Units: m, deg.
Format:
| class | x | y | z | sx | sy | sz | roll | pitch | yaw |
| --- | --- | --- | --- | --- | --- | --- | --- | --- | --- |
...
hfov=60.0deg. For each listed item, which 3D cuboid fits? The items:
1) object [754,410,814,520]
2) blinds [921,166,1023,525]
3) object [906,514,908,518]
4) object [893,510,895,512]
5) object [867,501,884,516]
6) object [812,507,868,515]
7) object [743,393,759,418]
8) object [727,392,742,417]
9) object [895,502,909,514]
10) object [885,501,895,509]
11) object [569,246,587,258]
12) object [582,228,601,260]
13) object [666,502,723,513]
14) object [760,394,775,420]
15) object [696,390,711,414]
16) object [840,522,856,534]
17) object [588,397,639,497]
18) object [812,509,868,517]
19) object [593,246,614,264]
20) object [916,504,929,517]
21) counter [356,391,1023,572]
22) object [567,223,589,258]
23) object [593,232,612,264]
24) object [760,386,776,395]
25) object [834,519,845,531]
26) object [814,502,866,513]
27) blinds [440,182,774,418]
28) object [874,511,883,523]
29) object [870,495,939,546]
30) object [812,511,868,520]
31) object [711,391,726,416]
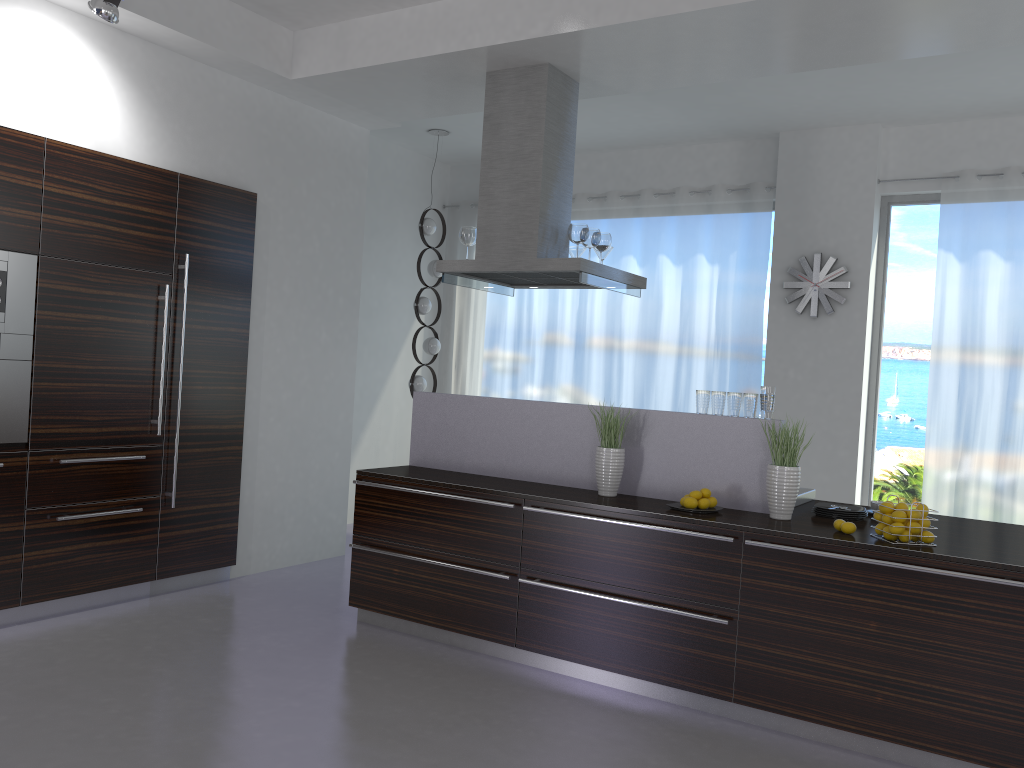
| class | x | y | z | sx | sy | sz | roll | pitch | yaw |
| --- | --- | --- | --- | --- | --- | --- | --- | --- | --- |
| object | 1.251 | 0.369 | 4.055 | 0.269 | 0.502 | 0.247 | 3 | 1 | -15 |
| blinds | 4.272 | 0.073 | 5.807 | 2.830 | 3.112 | 0.120 | 4 | 1 | 32 |
| object | 1.656 | 0.551 | 3.675 | 0.055 | 0.051 | 0.061 | 4 | 1 | 26 |
| object | 1.635 | 0.537 | 3.737 | 0.063 | 0.051 | 0.053 | 3 | 1 | -13 |
| object | 1.821 | 0.619 | 4.409 | 0.153 | 0.069 | 0.153 | 3 | 1 | -25 |
| object | 1.577 | 0.610 | 4.266 | 0.232 | 0.020 | 0.232 | 4 | 1 | 35 |
| object | 1.161 | 0.105 | 4.322 | 0.071 | 0.119 | 0.072 | 3 | 1 | -18 |
| object | 1.093 | 0.101 | 4.365 | 0.071 | 0.119 | 0.072 | 3 | 1 | -18 |
| object | 1.615 | 0.516 | 3.673 | 0.051 | 0.053 | 0.063 | 4 | 1 | 33 |
| object | 1.582 | 0.521 | 3.734 | 0.052 | 0.060 | 0.057 | 4 | 1 | 20 |
| object | 0.406 | -0.787 | 5.686 | 0.137 | 0.174 | 0.137 | 3 | 1 | -3 |
| object | 0.459 | -0.801 | 5.220 | 0.125 | 0.221 | 0.125 | 3 | 1 | -33 |
| object | 0.862 | 0.585 | 4.186 | 0.232 | 0.020 | 0.232 | 4 | 1 | 40 |
| object | 1.230 | 0.110 | 4.280 | 0.071 | 0.119 | 0.072 | 3 | 1 | -18 |
| object | 0.956 | 0.091 | 4.450 | 0.072 | 0.119 | 0.071 | 3 | 1 | -8 |
| object | 1.423 | 0.609 | 3.750 | 0.063 | 0.051 | 0.053 | 4 | 1 | 36 |
| object | 0.484 | 0.317 | 4.501 | 0.269 | 0.502 | 0.247 | 4 | 1 | 32 |
| object | 1.577 | 0.620 | 4.267 | 0.232 | 0.020 | 0.232 | 4 | 1 | 40 |
| object | 0.567 | -0.776 | 5.586 | 0.137 | 0.174 | 0.137 | 3 | 1 | -3 |
| object | 1.688 | 0.523 | 3.650 | 0.050 | 0.060 | 0.059 | 4 | 1 | 31 |
| counter | 0.855 | 0.793 | 4.644 | 3.291 | 1.300 | 1.302 | 4 | 1 | 32 |
| object | 0.377 | -0.804 | 5.086 | 0.125 | 0.221 | 0.125 | 3 | 1 | -33 |
| object | 0.536 | -0.798 | 5.345 | 0.125 | 0.221 | 0.125 | 3 | 1 | -33 |
| object | 1.232 | 0.071 | 4.279 | 0.071 | 0.119 | 0.072 | 3 | 1 | -18 |
| object | 1.413 | 0.608 | 3.814 | 0.053 | 0.051 | 0.063 | 4 | 1 | 1 |
| object | 1.479 | 0.528 | 4.423 | 0.269 | 0.147 | 0.646 | 3 | 1 | -33 |
| blinds | 0.652 | -0.176 | 8.052 | 3.245 | 3.112 | 0.120 | 4 | 1 | 32 |
| object | 1.551 | 0.559 | 3.729 | 0.053 | 0.051 | 0.063 | 4 | 1 | 1 |
| object | 1.621 | 0.560 | 3.669 | 0.189 | 0.174 | 0.207 | 3 | 1 | -3 |
| object | 1.576 | 0.630 | 4.267 | 0.232 | 0.020 | 0.232 | 4 | 1 | 40 |
| object | 1.024 | 0.096 | 4.407 | 0.071 | 0.119 | 0.072 | 3 | 1 | -18 |
